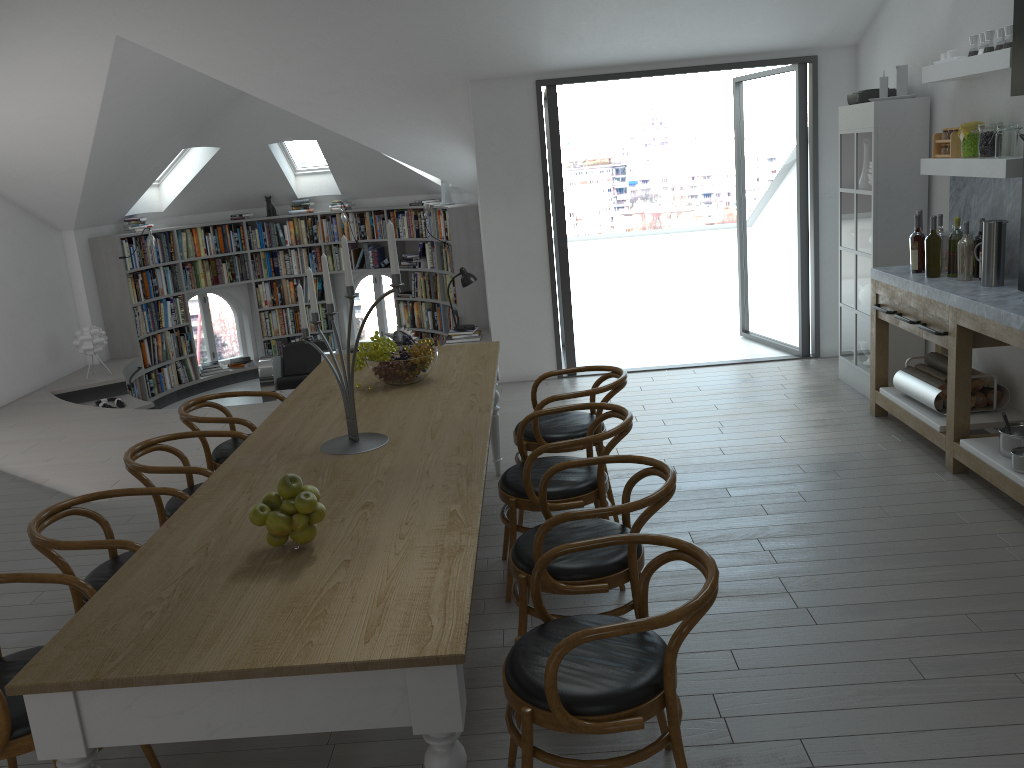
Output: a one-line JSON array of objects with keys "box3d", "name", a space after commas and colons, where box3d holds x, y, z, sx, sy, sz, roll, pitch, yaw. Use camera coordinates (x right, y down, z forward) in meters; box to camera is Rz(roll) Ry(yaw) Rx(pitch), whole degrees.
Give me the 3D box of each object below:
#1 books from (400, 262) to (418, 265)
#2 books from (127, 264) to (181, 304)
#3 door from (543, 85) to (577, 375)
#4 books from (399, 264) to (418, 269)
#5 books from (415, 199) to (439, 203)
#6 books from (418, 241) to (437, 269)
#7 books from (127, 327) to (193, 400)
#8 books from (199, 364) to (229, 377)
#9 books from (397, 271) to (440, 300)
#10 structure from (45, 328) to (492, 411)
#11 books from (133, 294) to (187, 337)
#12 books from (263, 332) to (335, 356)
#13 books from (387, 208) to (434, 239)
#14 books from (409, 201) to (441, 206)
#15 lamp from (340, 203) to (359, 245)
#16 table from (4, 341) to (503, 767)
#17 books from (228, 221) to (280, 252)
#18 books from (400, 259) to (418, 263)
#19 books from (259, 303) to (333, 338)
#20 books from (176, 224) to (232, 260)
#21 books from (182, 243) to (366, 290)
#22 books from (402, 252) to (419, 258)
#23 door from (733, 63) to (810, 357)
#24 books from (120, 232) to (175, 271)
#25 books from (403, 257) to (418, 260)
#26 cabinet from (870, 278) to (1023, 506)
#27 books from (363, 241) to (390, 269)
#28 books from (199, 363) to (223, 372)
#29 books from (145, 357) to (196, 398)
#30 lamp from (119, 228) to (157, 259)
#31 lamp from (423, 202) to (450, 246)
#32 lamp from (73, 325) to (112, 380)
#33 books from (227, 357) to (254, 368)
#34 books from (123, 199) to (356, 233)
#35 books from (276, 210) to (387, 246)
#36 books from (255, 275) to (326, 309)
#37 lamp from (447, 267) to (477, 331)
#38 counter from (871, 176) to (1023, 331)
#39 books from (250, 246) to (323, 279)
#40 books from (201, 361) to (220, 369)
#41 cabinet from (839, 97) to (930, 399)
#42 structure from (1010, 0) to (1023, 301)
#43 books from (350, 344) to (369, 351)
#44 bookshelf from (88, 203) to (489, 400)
[{"box3d": [-1.233, -1.554, 11.310, 0.286, 0.031, 0.271, 5, 18, 35], "name": "books"}, {"box3d": [-4.310, -1.171, 10.394, 0.303, 0.345, 1.095, -1, 15, 17], "name": "books"}, {"box3d": [0.413, -1.343, 7.728, 0.080, 2.332, 1.058, -5, 13, 2], "name": "door"}, {"box3d": [-1.230, -1.522, 11.317, 0.388, 0.042, 0.367, 7, 19, 40], "name": "books"}, {"box3d": [-1.047, -2.254, 10.917, 0.233, 0.027, 0.248, -12, 16, -25], "name": "books"}, {"box3d": [-0.929, -1.608, 10.941, 0.257, 0.348, 0.554, -17, 18, -40], "name": "books"}, {"box3d": [-4.264, -0.198, 10.313, 0.390, 0.691, 1.652, -2, 14, 12], "name": "books"}, {"box3d": [-3.875, -0.181, 11.426, 0.366, 0.042, 0.389, -14, 17, -31], "name": "books"}, {"box3d": [-1.058, -1.255, 11.140, 0.975, 0.350, 0.253, 8, 19, 43], "name": "books"}, {"box3d": [-2.372, -0.039, 9.744, 4.730, 0.689, 4.720, -18, 19, -42], "name": "structure"}, {"box3d": [-4.245, -0.801, 10.440, 0.260, 0.357, 1.026, -1, 15, 18], "name": "books"}, {"box3d": [-2.828, -0.511, 11.850, 1.020, 0.304, 0.289, -8, 14, -13], "name": "books"}, {"box3d": [-1.162, -2.009, 11.027, 0.971, 0.365, 0.307, 9, 19, 44], "name": "books"}, {"box3d": [-1.044, -2.226, 10.923, 0.317, 0.036, 0.337, -15, 17, -34], "name": "books"}, {"box3d": [-2.075, -2.021, 11.245, 0.113, 0.563, 0.360, -3, 13, 8], "name": "lamp"}, {"box3d": [-0.559, 0.592, 3.653, 1.018, 0.794, 3.371, -5, 14, 2], "name": "table"}, {"box3d": [-3.350, -1.910, 11.430, 0.683, 0.344, 0.266, -10, 14, -21], "name": "books"}, {"box3d": [-1.236, -1.583, 11.304, 0.270, 0.031, 0.286, -16, 18, -37], "name": "books"}, {"box3d": [-2.843, -0.865, 11.778, 1.032, 0.355, 0.294, -8, 14, -13], "name": "books"}, {"box3d": [-3.896, -1.775, 11.041, 0.269, 0.370, 0.796, 8, 19, 44], "name": "books"}, {"box3d": [-3.078, -1.536, 11.425, 2.532, 0.368, 0.594, -9, 15, -17], "name": "books"}, {"box3d": [-1.241, -1.644, 11.290, 0.269, 0.031, 0.287, -10, 15, -18], "name": "books"}, {"box3d": [2.229, -1.481, 7.652, 0.080, 2.332, 1.057, -8, 13, -13], "name": "door"}, {"box3d": [-4.335, -1.541, 10.288, 0.300, 0.359, 1.039, -1, 15, 17], "name": "books"}, {"box3d": [-1.238, -1.614, 11.297, 0.214, 0.036, 0.227, -16, 18, -37], "name": "books"}, {"box3d": [2.745, 0.586, 2.598, 1.004, 1.015, 6.472, -5, 14, 2], "name": "cabinet"}, {"box3d": [-1.687, -1.676, 11.483, 0.399, 0.338, 0.225, 0, 14, 21], "name": "books"}, {"box3d": [-3.878, -0.214, 11.418, 0.270, 0.031, 0.287, -11, 15, -21], "name": "books"}, {"box3d": [-4.198, -0.097, 10.669, 0.283, 0.317, 0.924, 0, 15, 20], "name": "books"}, {"box3d": [-4.148, -1.563, 9.815, 0.414, 0.310, 0.117, -5, 13, -1], "name": "lamp"}, {"box3d": [-0.855, -1.818, 10.118, 0.275, 0.522, 0.113, -7, 13, -7], "name": "lamp"}, {"box3d": [-4.307, -0.333, 9.103, 0.306, 0.521, 0.307, -7, 13, -9], "name": "lamp"}, {"box3d": [-3.542, -0.276, 11.579, 0.318, 0.099, 0.293, -4, 14, 3], "name": "books"}, {"box3d": [-3.381, -2.137, 11.082, 2.821, 0.172, 0.750, -12, 16, -27], "name": "books"}, {"box3d": [-2.286, -2.036, 11.519, 1.565, 0.364, 0.396, -3, 14, 7], "name": "books"}, {"box3d": [-2.888, -1.237, 11.689, 0.998, 0.349, 0.299, -9, 14, -14], "name": "books"}, {"box3d": [-0.511, -0.902, 9.350, 0.322, 0.656, 0.235, -1, 13, 17], "name": "lamp"}, {"box3d": [2.697, -0.190, 2.346, 0.961, 0.615, 6.620, -5, 14, 2], "name": "counter"}, {"box3d": [-2.930, -1.612, 11.646, 1.029, 0.357, 0.302, -8, 14, -12], "name": "books"}, {"box3d": [-3.881, -0.244, 11.411, 0.214, 0.036, 0.228, -11, 15, -21], "name": "books"}, {"box3d": [2.574, -0.940, 6.191, 0.361, 1.977, 0.646, -5, 13, 1], "name": "cabinet"}, {"box3d": [2.746, -1.272, 3.770, 0.780, 1.872, 1.082, -5, 13, 2], "name": "structure"}, {"box3d": [-2.065, -0.493, 11.937, 0.268, 0.029, 0.254, -7, 14, -8], "name": "books"}, {"box3d": [-2.422, -1.124, 10.921, 4.332, 1.868, 2.123, -5, 14, 2], "name": "bookshelf"}]
